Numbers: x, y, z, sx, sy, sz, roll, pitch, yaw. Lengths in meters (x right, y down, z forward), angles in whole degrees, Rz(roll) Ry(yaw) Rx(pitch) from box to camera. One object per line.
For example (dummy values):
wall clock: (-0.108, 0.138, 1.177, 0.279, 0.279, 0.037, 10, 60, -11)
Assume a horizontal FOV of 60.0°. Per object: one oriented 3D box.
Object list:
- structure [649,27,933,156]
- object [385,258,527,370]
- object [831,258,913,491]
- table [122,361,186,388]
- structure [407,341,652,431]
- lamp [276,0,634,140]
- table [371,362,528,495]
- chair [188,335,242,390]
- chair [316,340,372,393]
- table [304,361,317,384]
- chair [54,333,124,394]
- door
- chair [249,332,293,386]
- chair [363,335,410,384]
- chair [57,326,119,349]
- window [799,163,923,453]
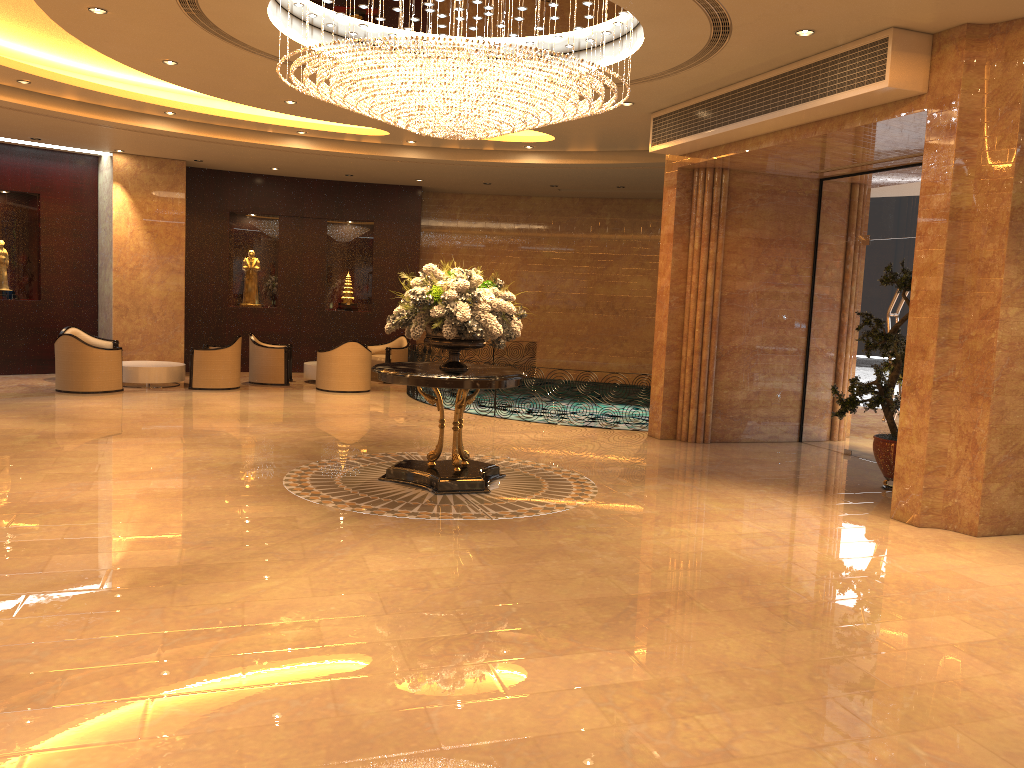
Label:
structure: (2.645, -2.942, 9.360, 0.425, 0.483, 4.113, 1, 6, -20)
object: (-0.540, -0.642, 8.411, 1.277, 0.999, 1.318, 4, 6, 10)
object: (3.947, -0.092, 9.151, 1.250, 2.363, 0.843, -2, 7, -39)
table: (-6.217, -0.168, 15.152, 1.196, 0.354, 1.196, 3, 6, 6)
structure: (-0.013, -0.107, 16.135, 3.815, 0.995, 7.624, 3, 6, -2)
lamp: (-0.514, -2.879, 8.187, 3.206, 1.196, 3.204, 4, 6, 17)
table: (-0.617, 0.391, 8.537, 1.493, 1.089, 1.493, 0, 6, -27)
chair: (-5.026, -0.393, 15.150, 0.769, 0.916, 0.951, 2, 6, -5)
chair: (-2.911, -0.336, 15.583, 0.951, 0.916, 0.769, 0, 6, -25)
table: (-3.349, -0.205, 16.871, 1.196, 0.354, 1.196, 3, 6, 7)
chair: (-6.692, -0.345, 13.883, 0.951, 0.916, 0.769, 4, 6, 15)
door: (4.610, -0.384, 10.370, 0.195, 2.758, 1.880, 1, 6, -20)
chair: (-4.433, -0.478, 16.269, 0.769, 0.916, 0.951, 2, 6, -10)
chair: (-2.446, -0.519, 17.616, 0.769, 0.916, 0.951, -3, 8, -45)
chair: (-7.412, -0.530, 15.384, 0.769, 0.916, 0.951, 6, 7, 30)
window: (4.628, -0.759, 10.333, 0.047, 3.571, 3.515, 1, 6, -20)
